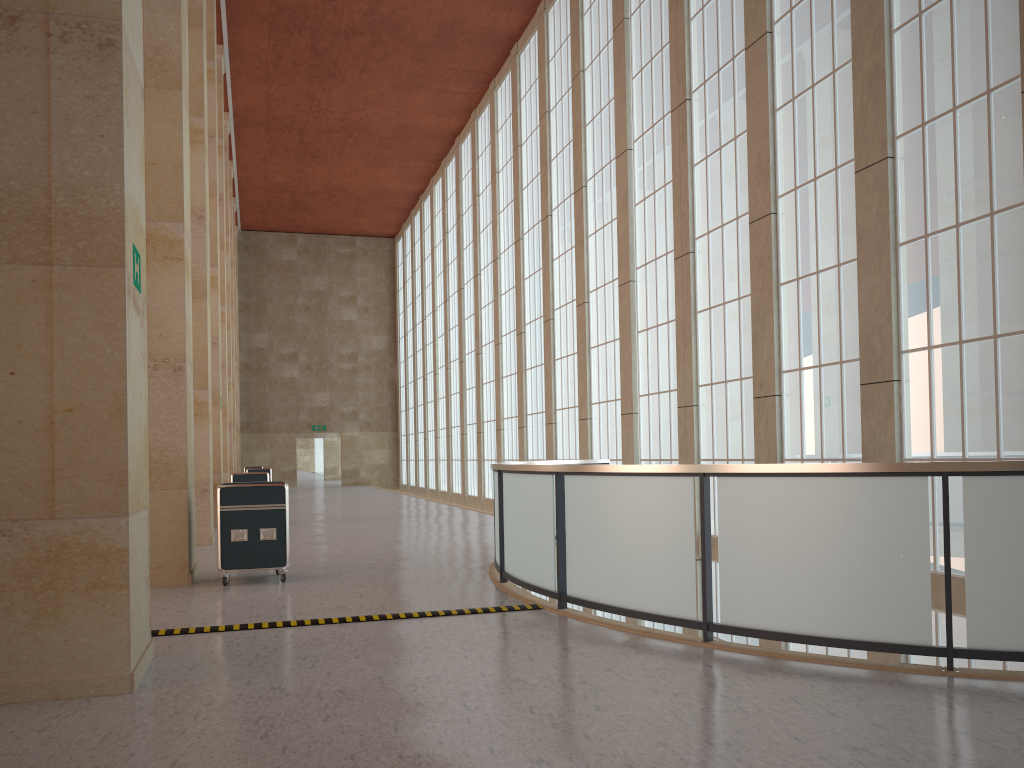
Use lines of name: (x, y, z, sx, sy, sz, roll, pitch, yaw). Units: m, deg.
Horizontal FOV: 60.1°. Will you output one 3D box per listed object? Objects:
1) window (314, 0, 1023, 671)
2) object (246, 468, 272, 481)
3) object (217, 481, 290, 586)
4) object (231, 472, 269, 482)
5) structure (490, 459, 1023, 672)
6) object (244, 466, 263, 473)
window: (-11.925, 5.149, 76.269, 0.010, 28.594, 165.345, -1, -4, -16)
object: (-11.128, 4.480, 38.958, 1.055, 1.540, 1.275, -1, -2, -16)
object: (-4.090, 2.335, 14.013, 1.055, 1.540, 1.275, -1, -2, -16)
object: (-7.655, 3.362, 25.910, 1.055, 1.540, 1.275, -1, -2, -16)
structure: (2.645, 1.961, 12.273, 5.244, 1.792, 13.112, 1, -5, -26)
object: (-15.013, 5.563, 51.466, 1.055, 1.540, 1.275, -1, -2, -16)
